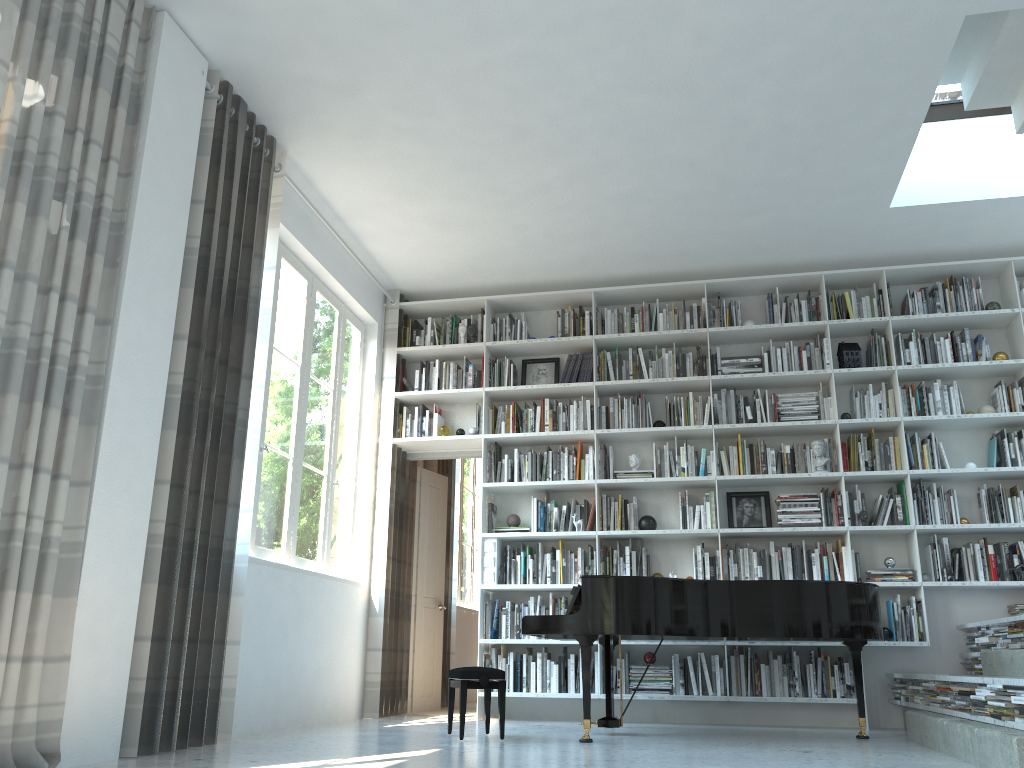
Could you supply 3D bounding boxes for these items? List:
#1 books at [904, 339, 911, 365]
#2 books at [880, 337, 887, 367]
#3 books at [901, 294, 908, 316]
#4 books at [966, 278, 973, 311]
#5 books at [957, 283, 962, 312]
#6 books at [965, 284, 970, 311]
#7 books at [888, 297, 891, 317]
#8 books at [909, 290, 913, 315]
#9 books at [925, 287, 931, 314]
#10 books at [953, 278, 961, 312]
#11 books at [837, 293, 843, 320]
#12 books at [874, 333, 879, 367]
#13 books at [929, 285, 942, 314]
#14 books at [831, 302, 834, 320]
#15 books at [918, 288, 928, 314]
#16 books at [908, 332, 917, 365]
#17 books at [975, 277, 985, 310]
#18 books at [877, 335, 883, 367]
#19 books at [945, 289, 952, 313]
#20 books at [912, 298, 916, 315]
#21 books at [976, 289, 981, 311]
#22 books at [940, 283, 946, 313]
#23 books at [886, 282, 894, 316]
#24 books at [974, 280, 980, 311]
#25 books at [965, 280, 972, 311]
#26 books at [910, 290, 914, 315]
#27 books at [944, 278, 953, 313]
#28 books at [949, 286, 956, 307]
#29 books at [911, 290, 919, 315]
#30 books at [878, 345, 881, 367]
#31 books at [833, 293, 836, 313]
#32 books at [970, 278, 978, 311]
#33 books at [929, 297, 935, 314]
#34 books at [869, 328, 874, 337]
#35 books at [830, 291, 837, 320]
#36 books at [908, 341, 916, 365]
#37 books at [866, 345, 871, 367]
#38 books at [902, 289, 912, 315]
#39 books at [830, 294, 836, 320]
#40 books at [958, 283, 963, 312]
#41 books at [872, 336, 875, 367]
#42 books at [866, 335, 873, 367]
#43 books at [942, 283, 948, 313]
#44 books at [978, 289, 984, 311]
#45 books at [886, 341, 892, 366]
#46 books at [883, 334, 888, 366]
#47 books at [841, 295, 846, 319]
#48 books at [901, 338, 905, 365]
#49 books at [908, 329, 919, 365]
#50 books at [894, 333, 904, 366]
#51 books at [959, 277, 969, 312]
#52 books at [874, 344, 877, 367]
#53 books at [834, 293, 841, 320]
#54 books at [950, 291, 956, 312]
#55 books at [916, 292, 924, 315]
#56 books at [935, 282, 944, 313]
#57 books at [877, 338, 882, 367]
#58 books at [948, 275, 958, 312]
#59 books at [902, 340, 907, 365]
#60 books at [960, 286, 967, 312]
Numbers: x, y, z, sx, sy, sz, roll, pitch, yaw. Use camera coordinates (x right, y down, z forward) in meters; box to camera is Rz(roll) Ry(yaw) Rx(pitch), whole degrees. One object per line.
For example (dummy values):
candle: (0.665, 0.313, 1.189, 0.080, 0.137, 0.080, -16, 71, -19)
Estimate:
books: (2.819, -0.185, 6.348, 0.026, 0.242, 0.148, -3, -17, 12)
books: (2.657, -0.187, 6.359, 0.013, 0.247, 0.187, -3, -17, 12)
books: (2.842, -0.522, 6.430, 0.046, 0.205, 0.184, -3, -18, 12)
books: (3.284, -0.590, 6.390, 0.008, 0.320, 0.134, -3, -17, 12)
books: (3.201, -0.571, 6.386, 0.012, 0.279, 0.144, -3, -17, 12)
books: (3.252, -0.566, 6.366, 0.014, 0.257, 0.150, -3, -17, 12)
books: (2.723, -0.526, 6.462, 0.033, 0.229, 0.176, -3, -17, 12)
books: (2.882, -0.538, 6.443, 0.011, 0.243, 0.173, -3, -17, 12)
books: (2.998, -0.550, 6.422, 0.021, 0.255, 0.169, -3, -17, 12)
books: (3.176, -0.587, 6.367, 0.015, 0.298, 0.184, -3, -17, 12)
books: (2.419, -0.522, 6.540, 0.008, 0.261, 0.142, -3, -17, 12)
books: (2.615, -0.202, 6.378, 0.021, 0.287, 0.179, -3, -17, 12)
books: (3.047, -0.560, 6.389, 0.028, 0.257, 0.185, -3, -17, 12)
books: (2.355, -0.485, 6.544, 0.015, 0.192, 0.160, -3, -17, 12)
books: (2.972, -0.548, 6.425, 0.030, 0.254, 0.161, -3, -17, 12)
books: (2.863, -0.206, 6.343, 0.011, 0.282, 0.173, -3, -17, 12)
books: (3.343, -0.595, 6.348, 0.006, 0.305, 0.164, -3, -17, 12)
books: (2.653, -0.193, 6.407, 0.013, 0.288, 0.132, -3, -17, 12)
books: (3.124, -0.548, 6.380, 0.018, 0.230, 0.160, -3, -17, 12)
books: (2.903, -0.511, 6.429, 0.009, 0.183, 0.160, -3, -17, 12)
books: (3.319, -0.548, 6.347, 0.018, 0.214, 0.158, -3, -17, 12)
books: (3.100, -0.570, 6.418, 0.017, 0.294, 0.139, -3, -17, 12)
books: (2.742, -0.565, 6.461, 0.019, 0.303, 0.176, -3, -17, 12)
books: (3.303, -0.582, 6.346, 0.008, 0.277, 0.181, -3, -17, 12)
books: (3.267, -0.584, 6.374, 0.019, 0.298, 0.137, -3, -17, 12)
books: (2.895, -0.541, 6.450, 0.012, 0.254, 0.134, -3, -17, 12)
books: (3.138, -0.586, 6.395, 0.006, 0.311, 0.179, -3, -17, 12)
books: (3.162, -0.558, 6.380, 0.008, 0.250, 0.170, -3, -17, 12)
books: (2.911, -0.537, 6.422, 0.013, 0.228, 0.174, -3, -17, 12)
books: (2.631, -0.160, 6.383, 0.013, 0.210, 0.140, -3, -17, 12)
books: (2.371, -0.521, 6.541, 0.006, 0.259, 0.166, -3, -17, 12)
books: (3.295, -0.588, 6.357, 0.013, 0.296, 0.189, -3, -17, 12)
books: (3.027, -0.514, 6.424, 0.031, 0.190, 0.133, -3, -17, 12)
books: (2.604, -0.219, 6.409, 0.025, 0.338, 0.143, -3, -17, 12)
books: (2.379, -0.528, 6.553, 0.007, 0.278, 0.150, -3, -17, 12)
books: (2.841, -0.174, 6.320, 0.026, 0.207, 0.181, -3, -17, 12)
books: (2.573, -0.157, 6.401, 0.019, 0.213, 0.156, -3, -17, 12)
books: (2.870, -0.540, 6.436, 0.009, 0.243, 0.173, -3, -17, 12)
books: (2.361, -0.516, 6.525, 0.007, 0.238, 0.192, -3, -17, 12)
books: (3.210, -0.570, 6.380, 0.008, 0.274, 0.163, -3, -17, 12)
books: (2.593, -0.191, 6.387, 0.022, 0.271, 0.182, -3, -17, 12)
books: (2.574, -0.194, 6.378, 0.021, 0.271, 0.191, -3, -17, 12)
books: (3.116, -0.568, 6.408, 0.007, 0.284, 0.160, -3, -17, 12)
books: (3.332, -0.549, 6.334, 0.014, 0.208, 0.188, -3, -18, 12)
books: (2.687, -0.172, 6.348, 0.008, 0.213, 0.224, -3, -18, 12)
books: (2.688, -0.199, 6.393, 0.005, 0.291, 0.131, -3, -17, 12)
books: (2.427, -0.514, 6.518, 0.015, 0.233, 0.171, -3, -17, 12)
books: (2.792, -0.197, 6.370, 0.011, 0.279, 0.134, -3, -17, 12)
books: (2.874, -0.220, 6.338, 0.014, 0.306, 0.153, -3, -17, 12)
books: (2.777, -0.205, 6.354, 0.012, 0.284, 0.160, -3, -17, 12)
books: (3.240, -0.590, 6.369, 0.008, 0.306, 0.183, -3, -17, 12)
books: (2.608, -0.161, 6.390, 0.024, 0.216, 0.169, -3, -17, 12)
books: (2.397, -0.523, 6.537, 0.034, 0.260, 0.158, -3, -17, 12)
books: (3.145, -0.538, 6.361, 0.018, 0.200, 0.189, -3, -18, 12)
books: (2.943, -0.533, 6.428, 0.028, 0.225, 0.164, -3, -17, 12)
books: (3.078, -0.571, 6.411, 0.024, 0.291, 0.168, -3, -17, 12)
books: (2.638, -0.185, 6.378, 0.005, 0.254, 0.159, -3, -17, 12)
books: (3.169, -0.596, 6.389, 0.007, 0.328, 0.184, -3, -17, 12)
books: (2.802, -0.180, 6.357, 0.012, 0.239, 0.139, -3, -17, 12)
books: (3.226, -0.561, 6.373, 0.024, 0.251, 0.150, -3, -17, 12)
